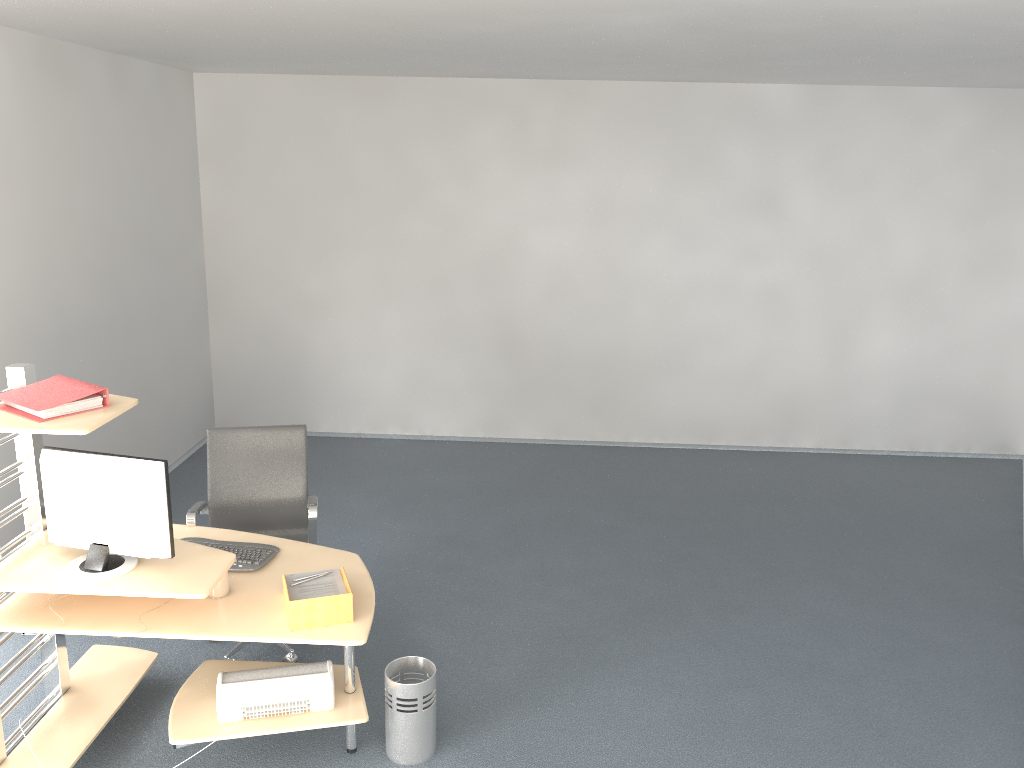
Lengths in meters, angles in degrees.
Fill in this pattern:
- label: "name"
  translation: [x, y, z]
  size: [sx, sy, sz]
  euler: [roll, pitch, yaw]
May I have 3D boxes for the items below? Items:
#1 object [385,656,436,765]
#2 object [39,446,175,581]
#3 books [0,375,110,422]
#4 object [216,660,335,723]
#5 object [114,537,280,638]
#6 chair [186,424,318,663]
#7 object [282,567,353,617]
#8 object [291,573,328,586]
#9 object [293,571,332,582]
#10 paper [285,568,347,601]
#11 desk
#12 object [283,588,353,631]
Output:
- label: "object"
  translation: [-0.415, 1.340, 3.637]
  size: [0.208, 0.377, 0.208]
  euler: [-12, 20, -43]
- label: "object"
  translation: [-1.518, 0.470, 3.229]
  size: [0.516, 0.418, 0.245]
  euler: [8, 16, 23]
- label: "books"
  translation: [-1.671, 0.047, 3.209]
  size: [0.320, 0.072, 0.262]
  euler: [11, 17, 33]
- label: "object"
  translation: [-0.937, 1.165, 3.535]
  size: [0.438, 0.162, 0.351]
  euler: [-2, 15, -13]
- label: "object"
  translation: [-1.286, 0.801, 3.484]
  size: [0.478, 0.082, 0.814]
  euler: [4, 14, 9]
- label: "chair"
  translation: [-1.235, 0.796, 4.312]
  size: [0.584, 1.048, 0.652]
  euler: [-2, 15, -11]
- label: "object"
  translation: [-0.732, 0.755, 3.318]
  size: [0.225, 0.060, 0.309]
  euler: [-4, 15, -18]
- label: "object"
  translation: [-0.772, 0.745, 3.386]
  size: [0.159, 0.009, 0.008]
  euler: [-12, 19, -41]
- label: "object"
  translation: [-0.765, 0.738, 3.415]
  size: [0.159, 0.009, 0.008]
  euler: [-8, 17, -33]
- label: "paper"
  translation: [-0.733, 0.771, 3.323]
  size: [0.210, 0.010, 0.297]
  euler: [-4, 15, -18]
- label: "desk"
  translation: [-1.228, 0.715, 3.581]
  size: [1.469, 1.566, 0.967]
  euler: [2, 14, 2]
- label: "object"
  translation: [-0.734, 0.809, 3.332]
  size: [0.225, 0.060, 0.309]
  euler: [-4, 15, -18]
